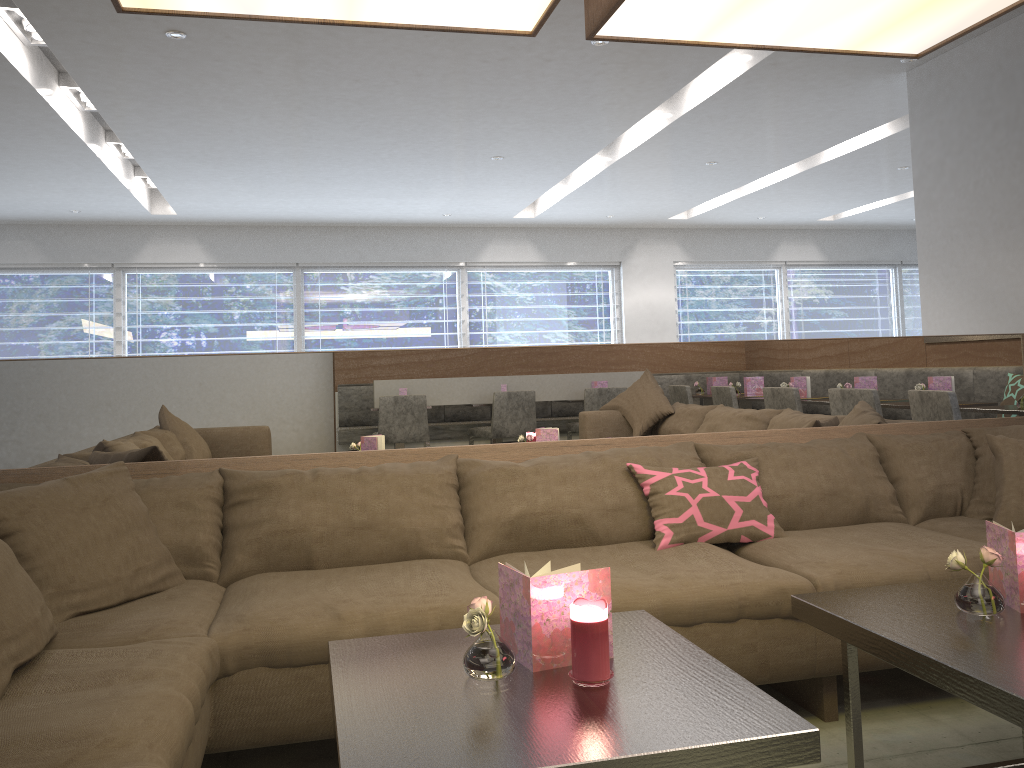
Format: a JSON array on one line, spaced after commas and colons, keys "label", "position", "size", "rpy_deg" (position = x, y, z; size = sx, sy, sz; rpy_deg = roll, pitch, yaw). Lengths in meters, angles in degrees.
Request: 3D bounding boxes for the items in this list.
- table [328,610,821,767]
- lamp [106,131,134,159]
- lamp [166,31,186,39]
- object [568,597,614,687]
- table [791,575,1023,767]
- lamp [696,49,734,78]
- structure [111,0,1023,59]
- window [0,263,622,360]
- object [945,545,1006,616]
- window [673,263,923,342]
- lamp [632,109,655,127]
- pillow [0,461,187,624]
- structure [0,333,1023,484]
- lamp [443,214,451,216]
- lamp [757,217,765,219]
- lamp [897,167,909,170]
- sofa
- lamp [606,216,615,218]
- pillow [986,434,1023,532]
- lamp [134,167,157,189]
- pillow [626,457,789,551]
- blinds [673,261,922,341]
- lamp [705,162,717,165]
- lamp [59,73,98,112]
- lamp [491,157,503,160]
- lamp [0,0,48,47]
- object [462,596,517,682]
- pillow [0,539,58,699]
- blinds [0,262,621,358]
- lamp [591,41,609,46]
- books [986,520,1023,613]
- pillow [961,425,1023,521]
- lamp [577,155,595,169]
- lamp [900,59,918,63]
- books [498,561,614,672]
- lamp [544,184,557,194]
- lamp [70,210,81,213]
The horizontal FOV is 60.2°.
[{"label": "table", "position": [0.043, 0.698, 1.466], "size": [0.658, 0.413, 0.656], "rpy_deg": [-2, 0, -13]}, {"label": "lamp", "position": [-2.878, -1.784, 6.645], "size": [0.226, 0.102, 0.486], "rpy_deg": [-2, 1, -13]}, {"label": "lamp", "position": [-1.528, -1.586, 4.019], "size": [0.089, 0.007, 0.089], "rpy_deg": [-1, 1, 32]}, {"label": "object", "position": [0.129, 0.424, 1.462], "size": [0.075, 0.129, 0.075], "rpy_deg": [0, -3, -41]}, {"label": "table", "position": [1.017, 0.663, 1.698], "size": [0.658, 0.413, 0.656], "rpy_deg": [-2, 0, -13]}, {"label": "lamp", "position": [1.065, -1.890, 5.118], "size": [0.226, 0.102, 0.486], "rpy_deg": [-2, 1, -13]}, {"label": "structure", "position": [0.411, -1.317, 1.438], "size": [2.442, 0.621, 2.440], "rpy_deg": [-2, 1, -13]}, {"label": "window", "position": [-2.219, -0.223, 9.244], "size": [7.103, 2.083, 0.158], "rpy_deg": [-2, -4, -13]}, {"label": "object", "position": [0.935, 0.393, 1.784], "size": [0.102, 0.132, 0.091], "rpy_deg": [-4, -3, 42]}, {"label": "window", "position": [3.618, -0.433, 10.632], "size": [3.660, 2.083, 0.158], "rpy_deg": [-2, -4, -13]}, {"label": "lamp", "position": [0.802, -1.898, 6.227], "size": [0.226, 0.102, 0.486], "rpy_deg": [-2, 1, -13]}, {"label": "pillow", "position": [-1.059, 0.392, 2.171], "size": [0.297, 0.358, 0.502], "rpy_deg": [-2, -1, 19]}, {"label": "structure", "position": [0.157, 0.372, 3.081], "size": [3.774, 1.013, 0.223], "rpy_deg": [-2, -3, -13]}, {"label": "lamp", "position": [-0.647, -1.684, 8.808], "size": [0.089, 0.007, 0.089], "rpy_deg": [-1, 1, 32]}, {"label": "lamp", "position": [2.707, -1.804, 9.606], "size": [0.089, 0.007, 0.089], "rpy_deg": [-1, 1, 32]}, {"label": "lamp", "position": [3.244, -1.789, 7.337], "size": [0.089, 0.007, 0.089], "rpy_deg": [-1, 1, 32]}, {"label": "sofa", "position": [0.546, 0.552, 1.400], "size": [3.767, 0.678, 3.171], "rpy_deg": [-2, 1, -13]}, {"label": "lamp", "position": [1.025, -1.744, 9.206], "size": [0.089, 0.007, 0.089], "rpy_deg": [-1, 1, 32]}, {"label": "pillow", "position": [1.621, 0.319, 2.621], "size": [0.379, 0.324, 0.235], "rpy_deg": [-3, -2, 31]}, {"label": "lamp", "position": [-3.134, -1.792, 7.726], "size": [0.226, 0.102, 0.486], "rpy_deg": [-2, 1, -13]}, {"label": "pillow", "position": [0.595, 0.360, 2.682], "size": [0.464, 0.253, 0.180], "rpy_deg": [-2, -2, -18]}, {"label": "blinds", "position": [3.650, -0.459, 10.534], "size": [3.651, 2.053, 0.045], "rpy_deg": [-2, -4, -13]}, {"label": "lamp", "position": [1.561, -1.728, 6.937], "size": [0.089, 0.007, 0.089], "rpy_deg": [-1, 1, 32]}, {"label": "lamp", "position": [-2.588, -1.776, 5.420], "size": [0.226, 0.102, 0.486], "rpy_deg": [-2, 1, -13]}, {"label": "lamp", "position": [-0.111, -1.668, 6.539], "size": [0.089, 0.007, 0.089], "rpy_deg": [-1, 1, 32]}, {"label": "lamp", "position": [-2.326, -1.768, 4.312], "size": [0.226, 0.102, 0.486], "rpy_deg": [-2, 1, -13]}, {"label": "object", "position": [-0.044, 0.430, 1.501], "size": [0.100, 0.130, 0.095], "rpy_deg": [-1, -2, -30]}, {"label": "pillow", "position": [-1.053, 0.396, 1.674], "size": [0.312, 0.340, 0.493], "rpy_deg": [-1, -1, -19]}, {"label": "blinds", "position": [-2.206, -0.249, 9.141], "size": [7.098, 2.053, 0.045], "rpy_deg": [-2, -4, -13]}, {"label": "lamp", "position": [0.426, -1.653, 4.270], "size": [0.089, 0.007, 0.089], "rpy_deg": [-1, 1, 32]}, {"label": "books", "position": [1.095, 0.376, 1.824], "size": [0.157, 0.165, 0.142], "rpy_deg": [-2, -2, 7]}, {"label": "pillow", "position": [1.688, 0.285, 2.822], "size": [0.291, 0.396, 0.525], "rpy_deg": [0, -2, -44]}, {"label": "lamp", "position": [0.513, -1.906, 7.451], "size": [0.226, 0.102, 0.486], "rpy_deg": [-2, 1, -13]}, {"label": "lamp", "position": [2.098, -1.713, 4.668], "size": [0.089, 0.007, 0.089], "rpy_deg": [-1, 1, 32]}, {"label": "books", "position": [0.080, 0.413, 1.564], "size": [0.257, 0.165, 0.143], "rpy_deg": [-2, -2, 41]}, {"label": "lamp", "position": [0.257, -1.913, 8.532], "size": [0.226, 0.102, 0.486], "rpy_deg": [-2, 1, -13]}, {"label": "lamp", "position": [-3.962, -1.565, 8.020], "size": [0.089, 0.007, 0.089], "rpy_deg": [-1, 1, 32]}]
